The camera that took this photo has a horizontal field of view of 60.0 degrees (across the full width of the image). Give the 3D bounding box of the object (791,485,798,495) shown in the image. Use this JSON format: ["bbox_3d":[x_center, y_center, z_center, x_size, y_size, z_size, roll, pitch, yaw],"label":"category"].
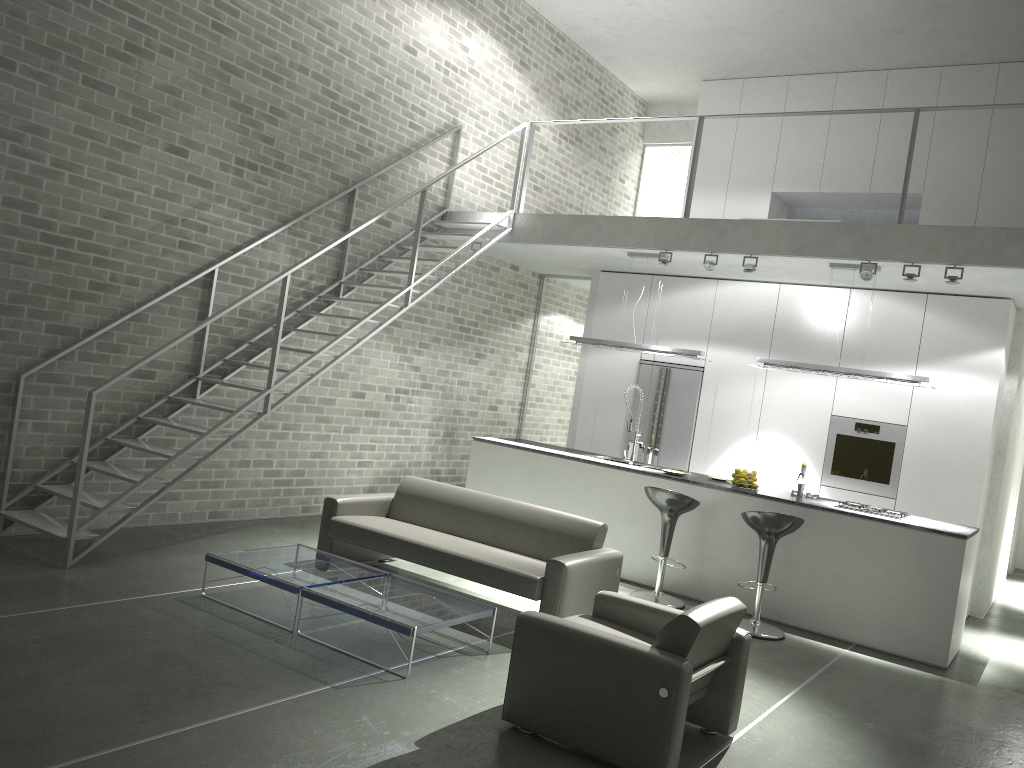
[{"bbox_3d":[2.456,0.920,7.686,0.064,0.070,0.063,9,0,-19],"label":"object"}]

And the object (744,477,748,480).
[{"bbox_3d":[2.001,0.819,7.556,0.051,0.053,0.062,9,0,31],"label":"object"}]

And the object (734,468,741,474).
[{"bbox_3d":[1.936,0.749,7.601,0.053,0.051,0.063,9,0,-20],"label":"object"}]

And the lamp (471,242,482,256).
[{"bbox_3d":[2.950,-0.936,9.554,6.854,0.136,0.110,9,0,-2],"label":"lamp"}]

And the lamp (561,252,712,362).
[{"bbox_3d":[1.257,-0.788,8.637,1.490,0.964,0.290,9,0,33],"label":"lamp"}]

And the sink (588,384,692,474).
[{"bbox_3d":[1.225,0.533,8.377,0.987,1.023,0.546,9,0,33],"label":"sink"}]

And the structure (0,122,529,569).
[{"bbox_3d":[-1.692,-0.828,7.593,0.902,4.246,4.345,9,0,33],"label":"structure"}]

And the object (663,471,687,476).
[{"bbox_3d":[1.425,0.790,7.786,0.217,0.017,0.216,8,0,-24],"label":"object"}]

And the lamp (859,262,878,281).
[{"bbox_3d":[2.906,-0.919,7.250,0.131,0.154,0.098,9,0,33],"label":"lamp"}]

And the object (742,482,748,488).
[{"bbox_3d":[1.981,0.855,7.526,0.051,0.053,0.063,9,0,31],"label":"object"}]

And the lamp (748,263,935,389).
[{"bbox_3d":[2.861,-0.538,7.583,1.490,0.964,0.290,9,0,33],"label":"lamp"}]

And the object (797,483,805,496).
[{"bbox_3d":[2.464,0.904,7.573,0.060,0.106,0.060,9,0,27],"label":"object"}]

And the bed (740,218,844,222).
[{"bbox_3d":[3.404,-1.662,10.091,1.341,0.792,1.957,9,0,33],"label":"bed"}]

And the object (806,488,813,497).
[{"bbox_3d":[2.584,0.940,7.689,0.064,0.070,0.063,9,0,-19],"label":"object"}]

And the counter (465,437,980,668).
[{"bbox_3d":[1.608,1.311,7.926,4.400,0.960,0.900,9,0,33],"label":"counter"}]

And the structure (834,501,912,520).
[{"bbox_3d":[2.901,1.008,7.118,0.500,0.038,0.500,9,0,33],"label":"structure"}]

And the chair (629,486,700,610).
[{"bbox_3d":[1.232,1.294,7.126,0.464,0.931,0.457,8,0,-43],"label":"chair"}]

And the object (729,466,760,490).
[{"bbox_3d":[1.998,0.799,7.593,0.189,0.174,0.207,9,0,-12],"label":"object"}]

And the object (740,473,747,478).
[{"bbox_3d":[1.965,0.778,7.535,0.061,0.052,0.053,9,0,36],"label":"object"}]

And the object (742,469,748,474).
[{"bbox_3d":[1.995,0.755,7.597,0.051,0.053,0.063,9,0,24],"label":"object"}]

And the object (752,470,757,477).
[{"bbox_3d":[2.070,0.768,7.585,0.050,0.060,0.059,9,0,23],"label":"object"}]

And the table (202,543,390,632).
[{"bbox_3d":[-1.345,1.247,5.538,0.820,0.270,0.800,9,0,33],"label":"table"}]

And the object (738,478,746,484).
[{"bbox_3d":[1.947,0.822,7.511,0.061,0.054,0.052,9,0,0],"label":"object"}]

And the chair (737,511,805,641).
[{"bbox_3d":[1.893,1.397,6.651,0.457,0.931,0.464,9,0,14],"label":"chair"}]

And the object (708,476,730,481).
[{"bbox_3d":[1.867,0.856,7.980,0.217,0.017,0.216,8,0,-31],"label":"object"}]

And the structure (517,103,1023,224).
[{"bbox_3d":[2.438,-1.863,7.665,5.560,0.972,0.070,9,0,33],"label":"structure"}]

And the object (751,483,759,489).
[{"bbox_3d":[2.065,0.868,7.541,0.062,0.052,0.053,8,0,-28],"label":"object"}]

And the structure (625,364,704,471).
[{"bbox_3d":[1.604,0.763,9.726,0.743,1.900,0.160,9,0,33],"label":"structure"}]

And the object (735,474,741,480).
[{"bbox_3d":[1.940,0.796,7.584,0.062,0.053,0.052,9,0,-5],"label":"object"}]

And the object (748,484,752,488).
[{"bbox_3d":[2.030,0.865,7.589,0.061,0.055,0.050,8,0,-21],"label":"object"}]

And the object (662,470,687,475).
[{"bbox_3d":[1.426,0.786,7.786,0.217,0.017,0.216,8,0,-24],"label":"object"}]

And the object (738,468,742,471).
[{"bbox_3d":[1.953,0.756,7.651,0.052,0.060,0.057,9,0,11],"label":"object"}]

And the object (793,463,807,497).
[{"bbox_3d":[2.491,0.816,7.579,0.088,0.288,0.101,8,0,-27],"label":"object"}]

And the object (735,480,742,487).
[{"bbox_3d":[1.940,0.847,7.567,0.064,0.063,0.074,9,0,43],"label":"object"}]

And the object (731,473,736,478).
[{"bbox_3d":[1.920,0.790,7.642,0.053,0.051,0.063,9,0,-8],"label":"object"}]

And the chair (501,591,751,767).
[{"bbox_3d":[0.560,1.318,4.299,0.910,0.717,0.963,9,0,33],"label":"chair"}]

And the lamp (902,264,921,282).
[{"bbox_3d":[3.190,-0.884,7.084,0.109,0.135,0.109,9,0,-9],"label":"lamp"}]

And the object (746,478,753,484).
[{"bbox_3d":[2.015,0.824,7.529,0.061,0.055,0.051,9,0,2],"label":"object"}]

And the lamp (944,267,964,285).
[{"bbox_3d":[3.445,-0.845,6.917,0.109,0.135,0.109,9,0,-9],"label":"lamp"}]

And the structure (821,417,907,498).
[{"bbox_3d":[3.384,0.700,8.556,0.692,0.680,0.036,9,0,33],"label":"structure"}]

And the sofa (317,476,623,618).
[{"bbox_3d":[-0.349,1.167,6.339,2.114,0.717,0.902,9,0,33],"label":"sofa"}]

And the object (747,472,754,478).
[{"bbox_3d":[2.024,0.775,7.534,0.051,0.053,0.063,9,0,36],"label":"object"}]

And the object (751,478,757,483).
[{"bbox_3d":[2.063,0.817,7.565,0.061,0.054,0.053,9,0,-21],"label":"object"}]

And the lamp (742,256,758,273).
[{"bbox_3d":[2.098,-1.047,7.814,0.115,0.151,0.115,9,0,-14],"label":"lamp"}]

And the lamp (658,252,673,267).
[{"bbox_3d":[1.422,-1.160,8.242,0.109,0.136,0.109,9,0,-15],"label":"lamp"}]

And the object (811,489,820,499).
[{"bbox_3d":[2.598,0.942,7.597,0.064,0.070,0.063,9,0,41],"label":"object"}]

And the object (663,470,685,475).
[{"bbox_3d":[1.427,0.781,7.786,0.217,0.017,0.216,8,0,-24],"label":"object"}]

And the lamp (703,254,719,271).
[{"bbox_3d":[1.786,-1.095,7.994,0.115,0.151,0.115,9,0,-14],"label":"lamp"}]

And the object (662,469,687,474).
[{"bbox_3d":[1.427,0.776,7.786,0.217,0.017,0.216,8,0,-24],"label":"object"}]

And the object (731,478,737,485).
[{"bbox_3d":[1.918,0.838,7.623,0.060,0.057,0.052,9,0,25],"label":"object"}]

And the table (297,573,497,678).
[{"bbox_3d":[-0.650,1.355,5.081,0.820,0.270,0.800,9,0,33],"label":"table"}]
